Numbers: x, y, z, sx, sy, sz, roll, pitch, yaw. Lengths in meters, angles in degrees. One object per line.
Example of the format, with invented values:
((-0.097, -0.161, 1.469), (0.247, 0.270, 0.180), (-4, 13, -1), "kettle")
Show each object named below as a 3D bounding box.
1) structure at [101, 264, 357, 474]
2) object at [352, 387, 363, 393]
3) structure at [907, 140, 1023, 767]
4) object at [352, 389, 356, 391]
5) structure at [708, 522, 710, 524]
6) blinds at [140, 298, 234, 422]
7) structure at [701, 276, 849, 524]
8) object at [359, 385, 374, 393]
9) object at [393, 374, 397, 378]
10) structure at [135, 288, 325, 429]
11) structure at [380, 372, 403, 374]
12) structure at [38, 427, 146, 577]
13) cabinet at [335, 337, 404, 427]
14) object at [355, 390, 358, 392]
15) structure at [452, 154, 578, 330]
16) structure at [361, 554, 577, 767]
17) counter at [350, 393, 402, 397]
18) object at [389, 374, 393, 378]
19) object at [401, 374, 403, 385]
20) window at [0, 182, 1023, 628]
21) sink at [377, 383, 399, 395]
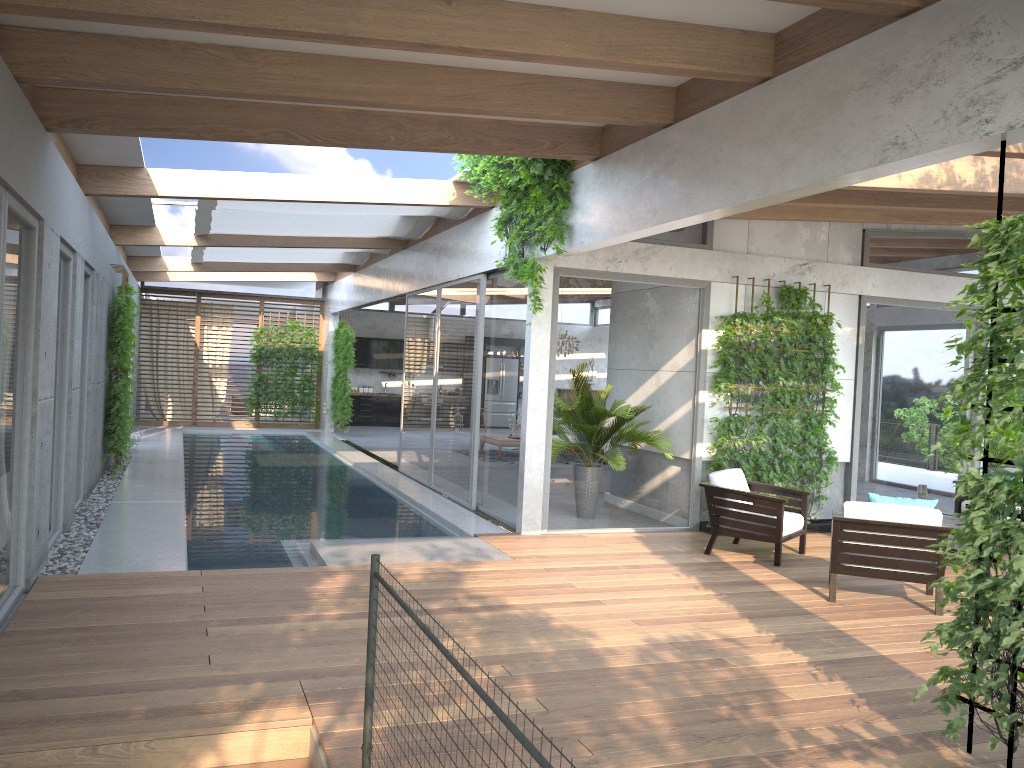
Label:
((-4.575, -0.243, 16.260), (2.739, 2.687, 10.282), (3, 1, -3), "structure")
((-4.122, 0.158, 23.010), (0.381, 0.134, 0.590), (2, 1, -32), "object")
((2.280, 0.295, 3.283), (0.500, 2.687, 1.807), (2, 1, -20), "structure")
((-4.089, 0.170, 22.836), (0.090, 0.087, 0.086), (2, 1, -43), "object")
((2.500, 1.487, 9.454), (0.928, 0.044, 0.231), (2, 1, -21), "structure")
((-7.574, -0.502, 20.663), (2.087, 2.898, 0.692), (2, 1, -17), "blinds")
((2.888, 0.212, 9.612), (1.851, 2.669, 0.500), (2, 1, -20), "structure")
((-3.846, 0.133, 23.318), (0.405, 0.200, 0.147), (2, 1, -19), "object")
((-3.116, -0.228, 23.602), (0.117, 0.139, 0.093), (3, 1, -4), "object")
((-6.605, -0.543, 20.648), (4.313, 3.079, 0.085), (2, 1, -21), "structure")
((-3.039, -0.287, 23.652), (0.932, 0.046, 0.081), (2, 1, -21), "structure")
((-5.708, 1.168, 12.662), (0.477, 0.068, 13.673), (2, 1, -21), "structure")
((-2.110, -0.093, 23.760), (5.901, 2.502, 0.709), (2, 1, -22), "cabinet")
((-4.022, 0.187, 22.884), (0.072, 0.057, 0.083), (2, 1, -45), "object")
((-0.009, -1.538, 8.464), (0.918, 2.054, 1.822), (2, 1, -23), "structure")
((6.705, 1.477, 10.374), (15.587, 3.022, 31.708), (3, 1, 20), "structure")
((-3.099, 0.298, 23.379), (3.805, 0.061, 0.607), (2, 1, -21), "counter")
((-3.221, -0.233, 23.571), (0.117, 0.139, 0.093), (2, 1, -19), "object")
((-2.926, -0.128, 23.690), (0.071, 0.325, 0.066), (2, 1, -21), "object")
((0.161, -0.495, 17.040), (14.294, 3.764, 23.280), (2, 1, -21), "window")
((-3.283, 0.229, 23.309), (0.526, 0.514, 0.514), (2, 1, -21), "sink")
